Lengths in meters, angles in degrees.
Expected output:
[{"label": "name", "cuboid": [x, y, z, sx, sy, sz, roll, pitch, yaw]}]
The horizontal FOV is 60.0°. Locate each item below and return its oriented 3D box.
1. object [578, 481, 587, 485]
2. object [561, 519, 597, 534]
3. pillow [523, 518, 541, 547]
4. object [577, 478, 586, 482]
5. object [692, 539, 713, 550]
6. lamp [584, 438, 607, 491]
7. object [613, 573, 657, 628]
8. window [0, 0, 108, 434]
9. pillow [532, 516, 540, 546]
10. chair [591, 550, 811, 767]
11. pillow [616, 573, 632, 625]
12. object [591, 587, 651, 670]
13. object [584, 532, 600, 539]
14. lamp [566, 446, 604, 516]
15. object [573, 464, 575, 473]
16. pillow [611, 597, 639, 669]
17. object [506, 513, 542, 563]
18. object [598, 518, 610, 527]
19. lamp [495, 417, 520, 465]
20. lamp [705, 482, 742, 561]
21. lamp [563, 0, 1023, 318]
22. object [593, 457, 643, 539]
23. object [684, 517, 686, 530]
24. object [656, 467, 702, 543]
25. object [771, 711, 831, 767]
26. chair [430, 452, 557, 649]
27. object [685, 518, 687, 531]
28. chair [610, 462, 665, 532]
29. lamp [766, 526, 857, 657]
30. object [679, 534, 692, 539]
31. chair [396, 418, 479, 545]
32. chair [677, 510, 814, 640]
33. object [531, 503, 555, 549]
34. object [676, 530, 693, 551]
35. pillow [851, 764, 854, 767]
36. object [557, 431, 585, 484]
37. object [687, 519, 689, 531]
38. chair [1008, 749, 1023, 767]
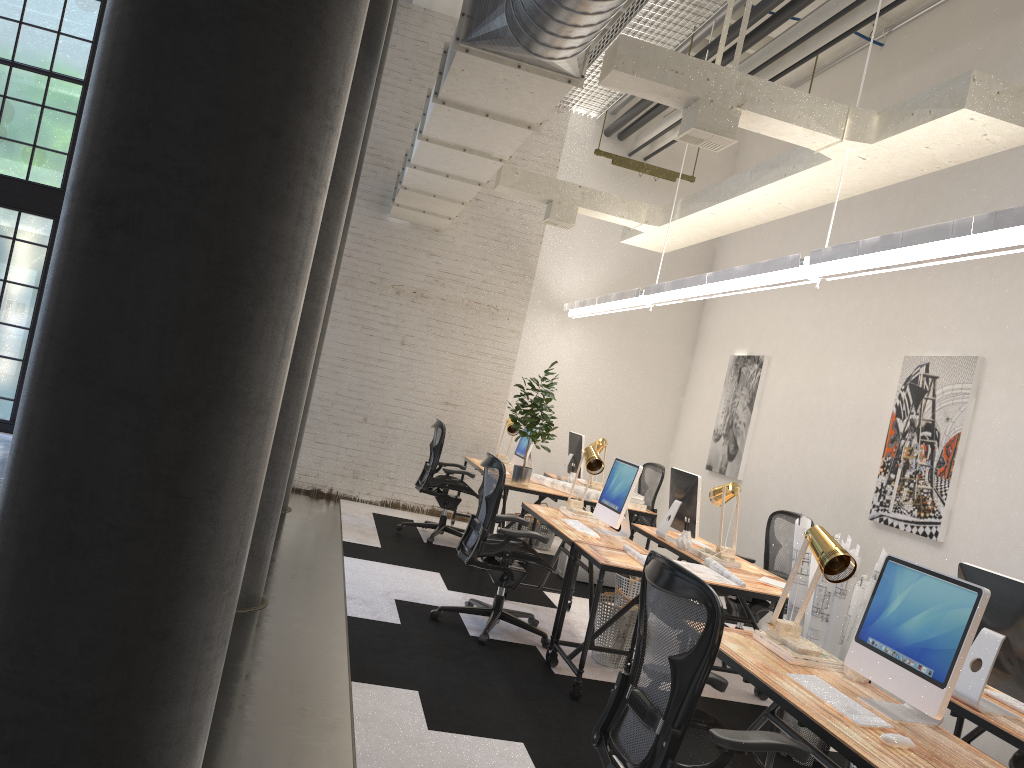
[{"label": "object", "cuboid": [0.761, 0.997, 8.711, 0.119, 0.017, 0.438, 13, -1, -12]}, {"label": "object", "cuboid": [0.425, 0.911, 5.685, 0.119, 0.017, 0.438, 13, -1, -12]}, {"label": "pillow", "cuboid": [0.156, 1.399, 8.027, 0.120, 0.406, 0.239, 12, 0, -11]}, {"label": "object", "cuboid": [0.703, 0.981, 9.033, 0.106, 0.029, 0.059, 13, 0, -11]}, {"label": "object", "cuboid": [1.314, 1.112, 6.090, 0.119, 0.017, 0.438, 13, -1, -12]}, {"label": "lamp", "cuboid": [0.784, 0.728, 8.213, 0.126, 0.470, 0.344, 12, 0, -11]}, {"label": "object", "cuboid": [0.880, 1.549, 6.384, 0.353, 0.435, 0.358, 12, 0, -15]}, {"label": "window", "cuboid": [-4.516, -1.984, 8.958, 2.492, 5.179, 0.137, 12, 0, -12]}, {"label": "pillow", "cuboid": [0.248, 1.430, 8.993, 0.120, 0.406, 0.239, 12, 0, -11]}, {"label": "chair", "cuboid": [0.598, 1.115, 2.785, 0.793, 1.085, 0.769, 12, 0, -28]}, {"label": "pillow", "cuboid": [0.801, 1.545, 6.373, 0.120, 0.406, 0.239, 12, 0, -11]}, {"label": "object", "cuboid": [0.636, 1.484, 5.395, 0.353, 0.435, 0.358, 12, 0, -15]}, {"label": "object", "cuboid": [0.485, 0.914, 5.362, 0.106, 0.029, 0.059, 13, 0, -11]}, {"label": "lamp", "cuboid": [0.515, 0.668, 6.180, 0.128, 0.470, 0.344, 12, 0, -11]}, {"label": "object", "cuboid": [0.577, 0.854, 8.333, 0.008, 0.207, 0.054, 13, 0, 43]}, {"label": "pillow", "cuboid": [0.709, 1.514, 5.406, 0.120, 0.406, 0.239, 12, 0, -11]}, {"label": "object", "cuboid": [0.083, 1.369, 8.015, 0.353, 0.435, 0.358, 12, 0, -15]}, {"label": "object", "cuboid": [0.644, 0.909, 6.048, 0.101, 0.127, 0.101, 12, 0, 33]}, {"label": "lamp", "cuboid": [-0.039, 0.553, 8.801, 0.126, 0.470, 0.344, 12, 0, -12]}, {"label": "lamp", "cuboid": [1.336, 0.843, 5.592, 0.128, 0.470, 0.344, 12, 0, -11]}, {"label": "lamp", "cuboid": [1.654, -1.937, 5.833, 0.226, 2.864, 7.297, 12, 0, -12]}, {"label": "object", "cuboid": [0.693, 0.732, 5.704, 0.190, 0.485, 0.483, 12, 0, -12]}, {"label": "object", "cuboid": [1.117, 0.966, 5.738, 0.008, 0.207, 0.054, 12, 0, -29]}, {"label": "object", "cuboid": [1.146, 0.836, 6.069, 0.190, 0.485, 0.483, 12, 0, -12]}, {"label": "object", "cuboid": [1.476, 1.689, 4.472, 0.352, 0.398, 0.353, 12, 0, 33]}, {"label": "chair", "cuboid": [-0.022, 1.010, 5.611, 0.793, 1.085, 0.769, 12, 0, -28]}, {"label": "object", "cuboid": [1.118, 0.967, 5.714, 0.054, 0.207, 0.008, 12, 0, -25]}, {"label": "chair", "cuboid": [1.124, 1.276, 8.786, 0.793, 1.085, 0.769, 12, 0, -28]}, {"label": "lamp", "cuboid": [1.135, 0.773, 3.354, 0.126, 0.470, 0.344, 12, 0, -11]}, {"label": "object", "cuboid": [1.256, 1.096, 6.413, 0.106, 0.029, 0.059, 13, 0, -11]}, {"label": "chair", "cuboid": [-0.575, 0.896, 8.232, 0.793, 1.085, 0.769, 12, 0, -28]}, {"label": "chair", "cuboid": [1.677, 1.391, 6.165, 0.793, 1.085, 0.769, 12, 0, -28]}, {"label": "object", "cuboid": [0.327, 1.434, 9.005, 0.353, 0.435, 0.358, 12, 0, -15]}, {"label": "object", "cuboid": [1.117, 1.009, 5.726, 0.101, 0.127, 0.101, 12, 0, 33]}, {"label": "pillow", "cuboid": [1.421, 1.650, 3.546, 0.120, 0.406, 0.239, 12, 0, -11]}, {"label": "object", "cuboid": [0.593, 0.721, 8.689, 0.190, 0.485, 0.483, 12, 0, -12]}, {"label": "object", "cuboid": [1.130, 0.969, 5.712, 0.008, 0.207, 0.054, 13, 0, 43]}, {"label": "chair", "cuboid": [2.297, 1.496, 3.338, 0.793, 1.085, 0.769, 12, 0, -28]}]
